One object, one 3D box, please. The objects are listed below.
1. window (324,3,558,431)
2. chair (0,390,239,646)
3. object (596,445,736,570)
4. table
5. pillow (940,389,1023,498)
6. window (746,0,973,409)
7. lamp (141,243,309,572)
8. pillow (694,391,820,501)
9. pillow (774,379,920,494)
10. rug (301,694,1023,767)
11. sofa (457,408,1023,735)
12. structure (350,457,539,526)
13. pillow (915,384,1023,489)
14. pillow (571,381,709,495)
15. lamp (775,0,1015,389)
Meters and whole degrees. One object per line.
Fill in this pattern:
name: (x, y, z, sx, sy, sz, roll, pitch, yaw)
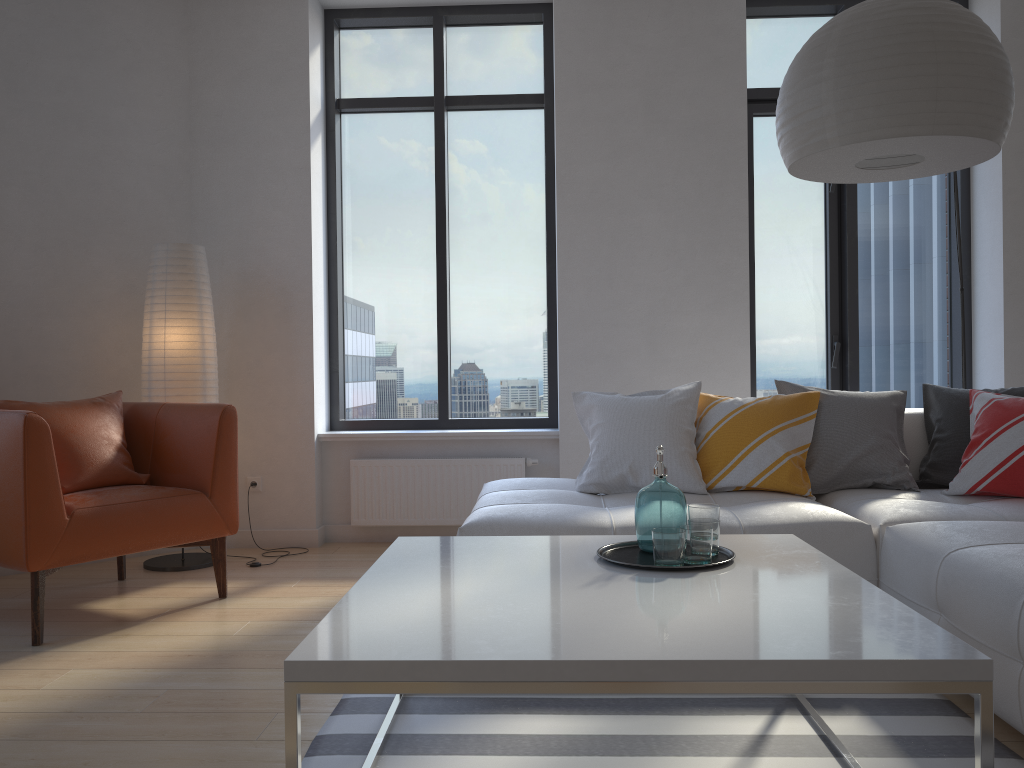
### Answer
window: (-0.401, -0.942, 5.111, 1.310, 2.402, 0.170, -1, 0, 2)
chair: (-1.706, 0.454, 3.530, 0.843, 0.858, 0.896, -1, 0, 34)
object: (0.368, 0.287, 2.140, 0.330, 0.265, 0.330, -1, 0, 26)
table: (0.210, 0.640, 1.914, 1.091, 0.435, 1.091, -1, 0, 2)
pillow: (1.906, 0.234, 2.403, 0.575, 0.449, 2.250, -1, 0, -1)
window: (1.899, -0.972, 5.027, 1.310, 2.402, 0.170, -1, 0, 2)
lamp: (-1.399, 0.101, 4.409, 0.804, 1.550, 0.502, -1, 0, -38)
pillow: (1.382, 0.228, 2.950, 0.630, 0.440, 2.095, -1, 0, -41)
pillow: (1.571, 0.209, 2.318, 0.647, 0.453, 2.953, -1, 0, -10)
rug: (0.326, 0.861, 1.677, 1.662, 0.016, 2.326, -1, 0, 2)
sofa: (1.088, 0.489, 2.343, 2.614, 0.732, 3.424, -1, 0, 2)
structure: (-0.362, 0.630, 4.789, 1.015, 0.460, 0.110, -1, 0, 2)
pillow: (1.910, 0.206, 2.729, 0.608, 0.436, 2.120, -1, 0, -2)
pillow: (1.139, 0.211, 3.157, 2.156, 0.456, 0.580, -1, 0, 28)
lamp: (1.797, -0.485, 3.491, 0.710, 2.647, 3.199, -1, 0, 38)
